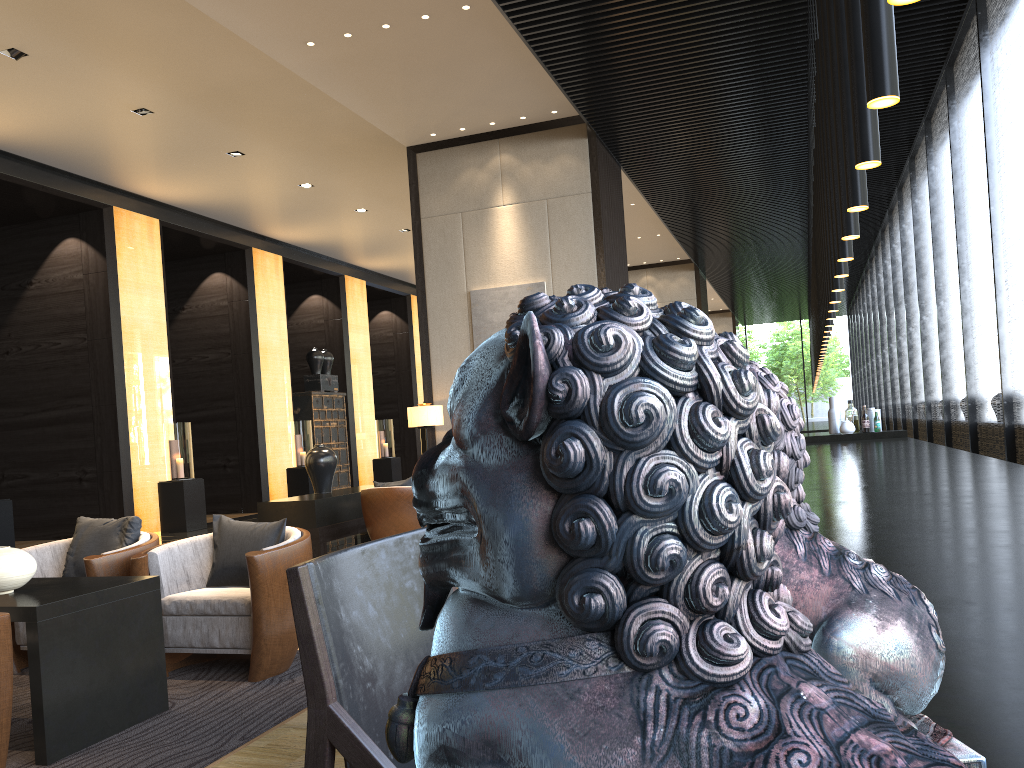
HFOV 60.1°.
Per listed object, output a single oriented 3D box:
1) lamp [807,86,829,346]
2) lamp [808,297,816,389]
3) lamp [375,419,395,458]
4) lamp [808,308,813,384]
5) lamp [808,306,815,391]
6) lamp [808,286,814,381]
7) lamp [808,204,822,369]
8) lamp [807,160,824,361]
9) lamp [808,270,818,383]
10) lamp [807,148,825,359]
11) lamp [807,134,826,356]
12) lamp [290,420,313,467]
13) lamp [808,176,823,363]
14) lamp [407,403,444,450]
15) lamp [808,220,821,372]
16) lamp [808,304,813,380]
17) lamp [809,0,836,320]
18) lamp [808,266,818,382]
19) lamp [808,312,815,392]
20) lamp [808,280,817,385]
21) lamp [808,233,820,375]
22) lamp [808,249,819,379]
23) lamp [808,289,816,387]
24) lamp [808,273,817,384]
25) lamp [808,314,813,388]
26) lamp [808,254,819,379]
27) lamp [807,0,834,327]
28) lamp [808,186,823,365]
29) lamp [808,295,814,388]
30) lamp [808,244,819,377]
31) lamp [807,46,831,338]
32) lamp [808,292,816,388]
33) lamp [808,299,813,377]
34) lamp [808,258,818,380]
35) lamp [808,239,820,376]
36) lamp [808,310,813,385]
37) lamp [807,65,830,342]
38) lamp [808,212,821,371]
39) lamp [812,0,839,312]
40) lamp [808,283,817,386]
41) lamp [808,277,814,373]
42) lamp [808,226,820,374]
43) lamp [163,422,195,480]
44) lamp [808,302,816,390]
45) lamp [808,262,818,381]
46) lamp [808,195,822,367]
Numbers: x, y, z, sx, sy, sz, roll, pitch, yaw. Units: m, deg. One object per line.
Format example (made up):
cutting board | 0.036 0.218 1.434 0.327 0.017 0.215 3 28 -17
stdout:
lamp | 2.762 -1.559 8.039 0.060 2.420 0.060 -4 0 13
lamp | 7.578 -1.090 22.400 0.060 2.420 0.060 -4 0 -17
lamp | -2.437 1.049 17.008 0.337 0.729 0.336 -4 0 20
lamp | 8.389 -1.011 24.818 0.060 2.420 0.060 -4 0 23
lamp | 8.228 -1.027 24.337 0.060 2.420 0.060 -4 0 23
lamp | 6.923 -1.154 20.447 0.060 2.420 0.060 -4 0 -17
lamp | 4.223 -1.417 12.394 0.060 2.420 0.060 -4 0 13
lamp | 3.568 -1.481 10.441 0.060 2.420 0.060 -4 0 13
lamp | 6.089 -1.235 17.960 0.060 2.420 0.060 -4 0 -17
lamp | 3.405 -1.496 9.954 0.060 2.420 0.060 -4 0 13
lamp | 3.241 -1.512 9.465 0.060 2.420 0.060 -4 0 13
lamp | -3.371 0.958 14.224 0.337 0.729 0.336 -4 0 24
lamp | 3.731 -1.465 10.927 0.060 2.420 0.060 -4 0 13
lamp | -0.881 0.884 9.402 0.374 1.348 0.375 -4 0 -20
lamp | 4.547 -1.385 13.361 0.060 2.420 0.060 -4 0 13
lamp | 8.066 -1.043 23.856 0.060 2.420 0.060 -4 0 -17
lamp | 2.014 -1.632 5.807 0.060 2.420 0.060 -4 0 23
lamp | 5.959 -1.248 17.572 0.060 2.420 0.060 -4 0 -17
lamp | 8.705 -0.981 25.760 0.060 2.420 0.060 -4 0 23
lamp | 6.599 -1.186 19.480 0.060 2.420 0.060 -4 0 -17
lamp | 4.872 -1.354 14.332 0.060 2.420 0.060 -4 0 13
lamp | 5.358 -1.306 15.779 0.060 2.420 0.060 -4 0 -17
lamp | 7.090 -1.138 20.945 0.060 2.420 0.060 -4 0 -17
lamp | 6.271 -1.217 18.503 0.060 2.420 0.060 -4 0 -17
lamp | 8.866 -0.965 26.241 0.060 2.420 0.060 -4 0 23
lamp | 5.500 -1.293 16.203 0.060 2.420 0.060 -4 0 -17
lamp | 2.173 -1.616 6.283 0.060 2.420 0.060 -4 0 13
lamp | 3.892 -1.449 11.409 0.060 2.420 0.060 -4 0 13
lamp | 7.417 -1.106 21.918 0.060 2.420 0.060 -4 0 -17
lamp | 5.197 -1.322 15.299 0.060 2.420 0.060 -4 0 -17
lamp | 2.469 -1.588 7.165 0.060 2.420 0.060 -4 0 13
lamp | 7.254 -1.122 21.432 0.060 2.420 0.060 -4 0 -17
lamp | 7.740 -1.075 22.883 0.060 2.420 0.060 -4 0 -17
lamp | 5.645 -1.278 16.636 0.060 2.420 0.060 -4 0 -17
lamp | 5.035 -1.338 14.818 0.060 2.420 0.060 -4 0 -17
lamp | 8.542 -0.996 25.274 0.060 2.420 0.060 -4 0 23
lamp | 2.614 -1.573 7.598 0.060 2.420 0.060 -4 0 13
lamp | 4.386 -1.401 12.880 0.060 2.420 0.060 -4 0 13
lamp | 1.862 -1.647 5.354 0.060 2.420 0.060 -4 0 13
lamp | 6.762 -1.170 19.966 0.060 2.420 0.060 -4 0 -17
lamp | 6.435 -1.201 18.992 0.060 2.420 0.060 -4 0 -17
lamp | 4.709 -1.370 13.844 0.060 2.420 0.060 -4 0 13
lamp | -4.304 0.867 11.441 0.336 0.729 0.337 -4 0 -9
lamp | 7.903 -1.059 23.370 0.060 2.420 0.060 -4 0 -17
lamp | 5.793 -1.264 17.077 0.060 2.420 0.060 -4 0 -17
lamp | 4.059 -1.433 11.907 0.060 2.420 0.060 -4 0 13
